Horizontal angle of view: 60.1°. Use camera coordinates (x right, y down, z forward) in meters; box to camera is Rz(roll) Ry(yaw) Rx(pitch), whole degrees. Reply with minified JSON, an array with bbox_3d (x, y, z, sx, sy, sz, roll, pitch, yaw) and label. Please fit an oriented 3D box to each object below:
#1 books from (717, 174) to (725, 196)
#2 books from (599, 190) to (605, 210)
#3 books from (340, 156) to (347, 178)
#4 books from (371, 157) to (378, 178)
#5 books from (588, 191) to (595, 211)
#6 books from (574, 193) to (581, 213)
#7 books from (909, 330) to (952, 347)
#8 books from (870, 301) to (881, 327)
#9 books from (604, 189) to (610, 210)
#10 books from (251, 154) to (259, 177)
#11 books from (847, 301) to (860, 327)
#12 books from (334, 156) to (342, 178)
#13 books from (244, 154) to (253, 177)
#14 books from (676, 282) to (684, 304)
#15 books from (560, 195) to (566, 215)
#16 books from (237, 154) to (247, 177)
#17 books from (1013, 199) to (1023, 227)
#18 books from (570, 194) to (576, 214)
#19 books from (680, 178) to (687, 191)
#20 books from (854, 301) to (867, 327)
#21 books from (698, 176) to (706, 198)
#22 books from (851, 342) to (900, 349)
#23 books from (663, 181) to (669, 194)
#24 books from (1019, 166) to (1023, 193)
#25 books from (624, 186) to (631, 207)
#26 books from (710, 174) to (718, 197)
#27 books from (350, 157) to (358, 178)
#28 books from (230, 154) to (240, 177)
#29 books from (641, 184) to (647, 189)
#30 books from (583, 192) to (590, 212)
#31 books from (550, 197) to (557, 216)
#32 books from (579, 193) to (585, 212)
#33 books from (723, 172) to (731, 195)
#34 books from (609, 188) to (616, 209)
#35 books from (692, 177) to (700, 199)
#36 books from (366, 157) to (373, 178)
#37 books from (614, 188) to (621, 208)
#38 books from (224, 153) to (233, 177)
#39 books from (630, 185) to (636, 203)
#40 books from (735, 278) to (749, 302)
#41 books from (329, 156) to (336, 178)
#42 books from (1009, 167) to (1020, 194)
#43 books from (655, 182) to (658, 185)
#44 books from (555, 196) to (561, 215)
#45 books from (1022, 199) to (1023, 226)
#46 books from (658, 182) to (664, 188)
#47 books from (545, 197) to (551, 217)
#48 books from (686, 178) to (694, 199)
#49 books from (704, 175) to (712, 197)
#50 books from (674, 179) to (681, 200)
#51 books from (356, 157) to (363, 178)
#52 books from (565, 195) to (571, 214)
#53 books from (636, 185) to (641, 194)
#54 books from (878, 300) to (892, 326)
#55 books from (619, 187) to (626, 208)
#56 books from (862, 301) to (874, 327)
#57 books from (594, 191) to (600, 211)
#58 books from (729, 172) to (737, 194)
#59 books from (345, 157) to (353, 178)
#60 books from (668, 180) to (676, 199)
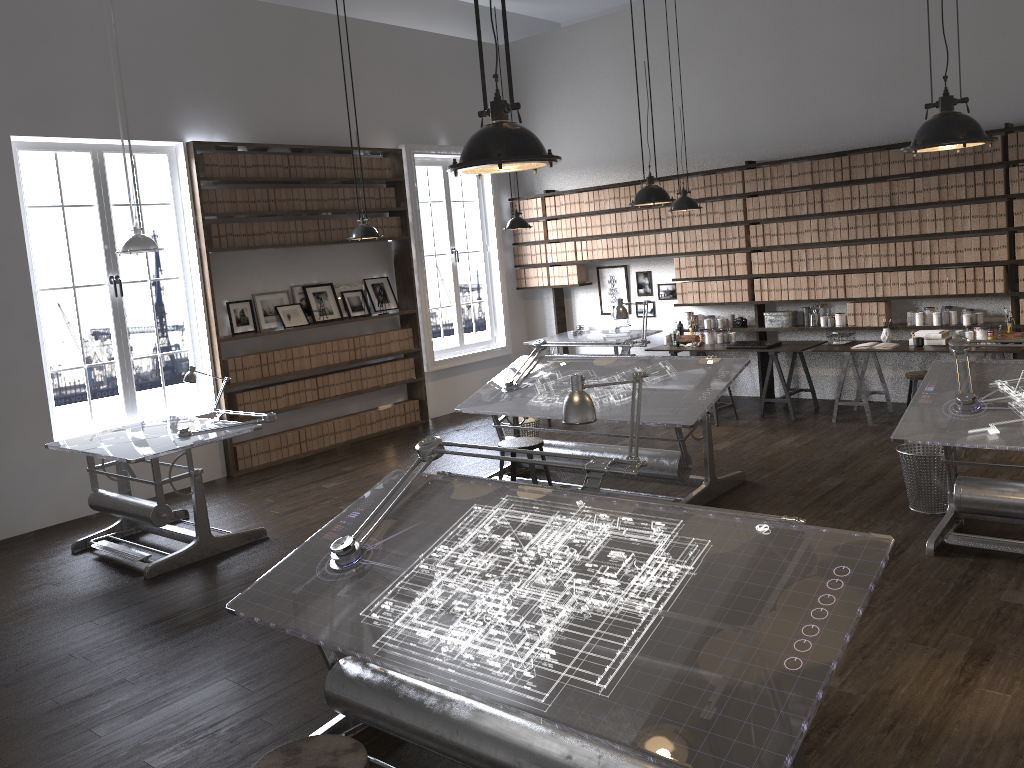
[{"bbox_3d":[2.184,-2.050,9.111,0.067,0.224,0.175,0,8,41],"label":"books"},{"bbox_3d":[1.071,-2.092,10.067,0.067,0.224,0.175,0,8,41],"label":"books"},{"bbox_3d":[-1.785,-2.218,9.122,0.174,0.224,0.067,1,8,41],"label":"books"},{"bbox_3d":[-1.518,-2.288,9.430,0.174,0.224,0.067,1,8,41],"label":"books"},{"bbox_3d":[0.961,-2.095,10.154,0.067,0.224,0.175,0,8,41],"label":"books"},{"bbox_3d":[0.806,-2.100,10.284,0.067,0.224,0.175,0,8,41],"label":"books"},{"bbox_3d":[3.631,-0.414,7.720,0.294,0.147,0.387,2,11,40],"label":"books"},{"bbox_3d":[3.415,-0.659,8.290,0.067,0.224,0.175,0,8,41],"label":"books"},{"bbox_3d":[1.121,-2.089,10.019,0.067,0.224,0.175,0,8,41],"label":"books"},{"bbox_3d":[-2.467,-2.037,8.327,0.174,0.224,0.067,1,8,41],"label":"books"},{"bbox_3d":[3.255,-0.665,8.425,0.067,0.224,0.175,0,8,41],"label":"books"},{"bbox_3d":[-1.829,-2.205,9.065,0.174,0.224,0.067,1,8,41],"label":"books"},{"bbox_3d":[-2.506,-2.026,8.278,0.174,0.224,0.067,1,8,41],"label":"books"},{"bbox_3d":[1.855,-0.987,9.576,0.067,0.224,0.175,0,8,41],"label":"books"},{"bbox_3d":[0.649,-2.107,10.422,0.067,0.224,0.175,0,8,41],"label":"books"},{"bbox_3d":[-2.552,-2.013,8.223,0.174,0.224,0.067,1,8,41],"label":"books"},{"bbox_3d":[4.263,-1.435,7.424,0.067,0.224,0.175,0,8,41],"label":"books"},{"bbox_3d":[0.759,-2.103,10.332,0.067,0.224,0.175,0,8,41],"label":"books"},{"bbox_3d":[1.863,-2.062,9.386,0.067,0.224,0.175,0,8,41],"label":"books"},{"bbox_3d":[3.310,-0.664,8.386,0.067,0.224,0.175,0,8,41],"label":"books"},{"bbox_3d":[2.021,-2.055,9.244,0.067,0.224,0.175,0,8,41],"label":"books"},{"bbox_3d":[3.221,-0.340,7.850,0.355,0.029,0.257,2,11,41],"label":"books"},{"bbox_3d":[1.707,-2.068,9.519,0.067,0.224,0.175,0,8,41],"label":"books"},{"bbox_3d":[4.274,-1.698,7.363,0.067,0.224,0.175,0,8,41],"label":"books"},{"bbox_3d":[1.331,-2.082,9.843,0.067,0.224,0.175,0,8,41],"label":"books"},{"bbox_3d":[2.127,-2.052,9.159,0.067,0.224,0.175,0,8,41],"label":"books"},{"bbox_3d":[-1.697,-2.242,9.228,0.174,0.224,0.067,1,8,41],"label":"books"},{"bbox_3d":[-2.600,-2.001,8.172,0.174,0.224,0.067,1,8,41],"label":"books"},{"bbox_3d":[1.496,-2.075,9.696,0.067,0.224,0.175,0,8,41],"label":"books"},{"bbox_3d":[0.907,-2.097,10.202,0.067,0.224,0.175,0,8,41],"label":"books"},{"bbox_3d":[0.537,-2.111,10.516,0.067,0.224,0.175,0,8,41],"label":"books"},{"bbox_3d":[0.860,-2.099,10.244,0.067,0.224,0.175,0,8,41],"label":"books"},{"bbox_3d":[2.238,-2.048,9.067,0.067,0.224,0.175,0,8,41],"label":"books"},{"bbox_3d":[1.174,-2.086,9.969,0.067,0.224,0.175,0,8,41],"label":"books"},{"bbox_3d":[1.968,-2.057,9.293,0.067,0.224,0.175,0,8,41],"label":"books"},{"bbox_3d":[-1.564,-2.277,9.383,0.174,0.224,0.067,1,8,41],"label":"books"},{"bbox_3d":[1.229,-2.084,9.922,0.067,0.224,0.175,0,8,41],"label":"books"},{"bbox_3d":[-2.646,-1.989,8.121,0.174,0.224,0.067,1,8,41],"label":"books"},{"bbox_3d":[1.384,-2.079,9.791,0.067,0.224,0.175,0,8,41],"label":"books"},{"bbox_3d":[2.380,-0.968,9.136,0.067,0.224,0.175,0,8,41],"label":"books"},{"bbox_3d":[-1.876,-2.193,9.010,0.174,0.224,0.067,1,8,41],"label":"books"},{"bbox_3d":[4.221,-1.701,7.412,0.067,0.224,0.175,0,8,41],"label":"books"},{"bbox_3d":[1.606,-2.071,9.607,0.067,0.224,0.175,0,8,41],"label":"books"},{"bbox_3d":[0.598,-2.109,10.471,0.067,0.224,0.175,0,8,41],"label":"books"},{"bbox_3d":[4.308,-1.432,7.380,0.067,0.224,0.175,0,8,41],"label":"books"},{"bbox_3d":[1.653,-2.069,9.559,0.067,0.224,0.175,0,8,41],"label":"books"},{"bbox_3d":[0.484,-2.114,10.568,0.067,0.224,0.175,0,8,41],"label":"books"},{"bbox_3d":[1.918,-2.060,9.342,0.067,0.224,0.175,0,8,41],"label":"books"},{"bbox_3d":[2.076,-2.053,9.197,0.067,0.224,0.175,0,8,41],"label":"books"},{"bbox_3d":[1.808,-2.063,9.428,0.067,0.224,0.175,0,8,41],"label":"books"},{"bbox_3d":[-1.649,-2.254,9.279,0.174,0.224,0.067,1,8,41],"label":"books"},{"bbox_3d":[0.705,-2.105,10.379,0.067,0.224,0.175,0,8,41],"label":"books"},{"bbox_3d":[1.445,-2.078,9.746,0.067,0.224,0.175,0,8,41],"label":"books"},{"bbox_3d":[3.472,-0.658,8.248,0.067,0.224,0.175,0,8,41],"label":"books"},{"bbox_3d":[1.280,-2.083,9.884,0.067,0.224,0.175,0,8,41],"label":"books"},{"bbox_3d":[3.364,-0.662,8.340,0.067,0.224,0.175,0,8,41],"label":"books"},{"bbox_3d":[1.017,-2.093,10.111,0.067,0.224,0.175,0,8,41],"label":"books"},{"bbox_3d":[2.289,-2.045,9.019,0.067,0.224,0.175,0,8,41],"label":"books"},{"bbox_3d":[-1.743,-2.230,9.177,0.174,0.224,0.067,1,8,41],"label":"books"},{"bbox_3d":[1.754,-2.065,9.477,0.067,0.224,0.175,0,8,41],"label":"books"}]
